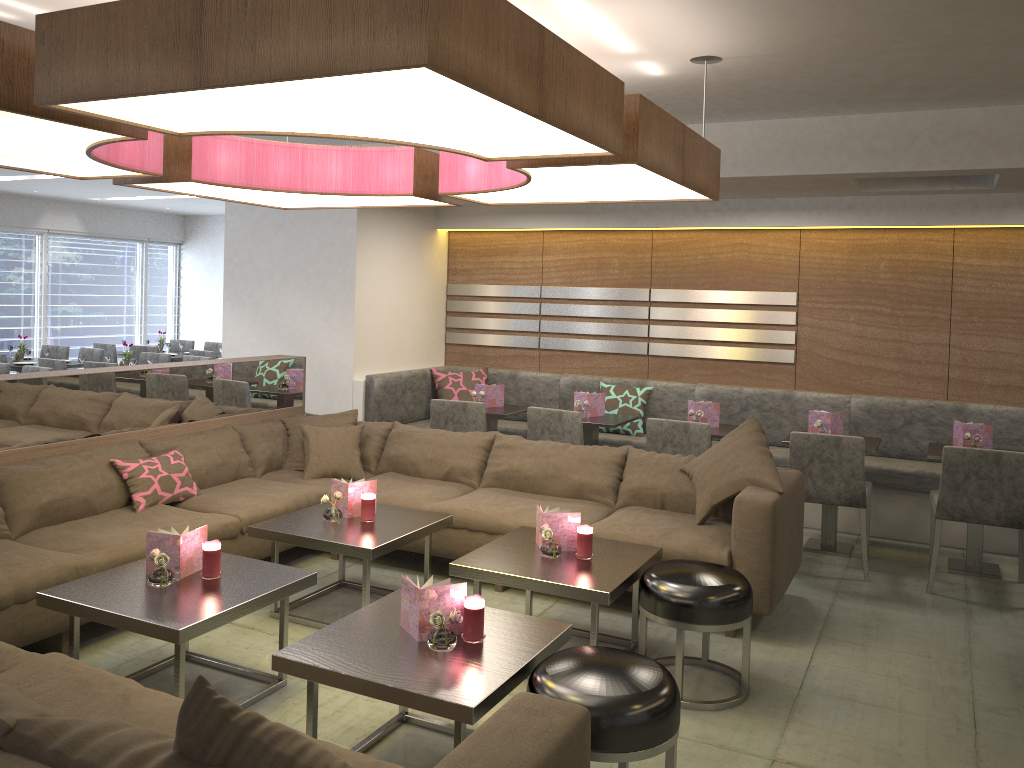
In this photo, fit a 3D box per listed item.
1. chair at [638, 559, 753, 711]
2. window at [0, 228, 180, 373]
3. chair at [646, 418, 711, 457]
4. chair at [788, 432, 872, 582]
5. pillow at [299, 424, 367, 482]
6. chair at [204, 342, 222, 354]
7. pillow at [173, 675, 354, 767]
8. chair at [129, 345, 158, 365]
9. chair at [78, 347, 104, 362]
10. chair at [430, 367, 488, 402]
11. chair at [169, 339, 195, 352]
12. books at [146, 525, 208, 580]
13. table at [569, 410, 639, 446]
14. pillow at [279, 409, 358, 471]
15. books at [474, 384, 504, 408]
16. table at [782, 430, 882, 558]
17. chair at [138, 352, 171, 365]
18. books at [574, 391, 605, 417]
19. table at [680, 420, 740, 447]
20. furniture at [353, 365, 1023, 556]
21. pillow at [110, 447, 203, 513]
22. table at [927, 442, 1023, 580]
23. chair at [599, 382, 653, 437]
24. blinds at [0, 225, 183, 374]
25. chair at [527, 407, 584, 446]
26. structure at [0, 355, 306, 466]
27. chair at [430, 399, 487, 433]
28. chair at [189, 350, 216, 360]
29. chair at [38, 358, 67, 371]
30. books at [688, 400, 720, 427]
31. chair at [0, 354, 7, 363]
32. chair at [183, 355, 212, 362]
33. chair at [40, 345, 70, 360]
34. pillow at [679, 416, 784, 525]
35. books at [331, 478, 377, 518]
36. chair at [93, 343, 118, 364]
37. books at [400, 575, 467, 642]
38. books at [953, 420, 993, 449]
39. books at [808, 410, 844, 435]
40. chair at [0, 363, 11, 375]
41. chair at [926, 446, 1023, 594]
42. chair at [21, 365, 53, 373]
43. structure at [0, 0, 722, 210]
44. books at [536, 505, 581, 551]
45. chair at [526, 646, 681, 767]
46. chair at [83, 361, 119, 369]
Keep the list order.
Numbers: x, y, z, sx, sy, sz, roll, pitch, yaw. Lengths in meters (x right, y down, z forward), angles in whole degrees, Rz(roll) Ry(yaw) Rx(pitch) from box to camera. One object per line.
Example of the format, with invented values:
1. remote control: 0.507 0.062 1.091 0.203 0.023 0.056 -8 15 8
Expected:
1. chair: 0.689 0.916 3.345 0.422 0.450 0.424 2 3 7
2. window: -5.885 -0.978 11.684 0.159 2.066 3.668 2 4 26
3. chair: 1.054 0.574 5.303 0.478 0.760 0.493 3 3 29
4. chair: 1.760 0.630 4.948 0.477 0.760 0.493 3 3 22
5. pillow: -1.021 0.401 5.066 0.380 0.322 0.236 0 3 -19
6. chair: -3.806 -0.123 10.812 0.478 0.760 0.493 3 3 31
7. pillow: -0.440 0.688 1.607 0.532 0.403 0.280 3 3 15
8. chair: -4.106 -0.073 10.226 0.477 0.760 0.493 3 3 21
9. chair: -4.592 0.015 9.214 0.478 0.760 0.493 3 3 31
10. chair: -0.382 0.089 6.944 0.491 0.426 0.296 0 3 -21
11. chair: -4.292 -0.162 11.059 0.477 0.760 0.493 3 3 21
12. books: -1.189 0.611 3.206 0.258 0.164 0.143 1 3 -10
13. table: 0.520 0.548 5.931 0.506 0.653 0.507 3 3 26
14. pillow: -1.131 0.351 5.245 0.526 0.393 0.293 1 3 -5
15. books: -0.163 0.082 6.363 0.157 0.164 0.143 -2 5 -44
16. table: 1.894 0.656 5.255 0.506 0.653 0.507 3 3 26
17. chair: -3.716 0.083 8.793 0.477 0.760 0.493 3 3 21
18. books: 0.528 0.137 6.023 0.157 0.164 0.143 -2 5 -44
19. table: 1.207 0.602 5.593 0.506 0.653 0.507 3 3 26
20. furniture: 1.008 0.622 4.346 5.656 0.851 4.268 4 6 26
21. pillow: -1.723 0.464 4.314 0.180 0.251 0.465 3 5 22
22. table: 2.582 0.710 4.917 0.506 0.653 0.507 3 3 26
23. chair: 0.812 0.197 6.533 0.427 0.394 0.219 4 3 27
24. blinds: -5.785 -0.998 11.645 0.045 2.037 3.660 2 4 26
25. chair: 0.370 0.519 5.646 0.478 0.760 0.493 3 3 33
26. structure: -2.311 0.460 4.230 0.224 1.004 3.783 2 5 26
27. chair: -0.293 0.469 5.958 0.477 0.760 0.493 3 3 18
28. chair: -3.242 0.002 9.737 0.478 0.760 0.493 3 3 31
29. chair: -4.028 0.140 8.140 0.478 0.760 0.493 3 3 31
30. books: 1.230 0.192 5.678 0.157 0.164 0.143 1 3 -9
31. chair: -4.891 0.065 8.628 0.477 0.760 0.493 3 3 21
32. chair: -3.231 0.122 8.545 0.478 0.760 0.493 3 3 31
33. chair: -5.078 -0.024 9.462 0.477 0.760 0.493 3 3 21
34. pillow: 1.044 0.408 4.175 0.622 0.511 0.299 5 4 40
35. books: -0.743 0.529 4.154 0.157 0.164 0.143 -2 5 -44
36. chair: -4.604 -0.105 10.406 0.478 0.760 0.493 3 3 31
37. books: -0.244 0.686 2.742 0.157 0.164 0.143 0 4 -29
38. books: 2.606 0.300 5.002 0.157 0.164 0.143 2 3 6
39. books: 1.898 0.244 5.350 0.157 0.164 0.143 -2 5 -44
40. chair: -4.471 0.216 7.258 0.477 0.760 0.493 3 3 21
41. chair: 2.433 0.685 4.597 0.477 0.760 0.493 3 3 25
42. chair: -3.985 0.255 7.010 0.478 0.760 0.493 3 3 31
43. structure: -0.710 -1.103 3.316 2.450 0.617 2.448 4 6 26
44. books: 0.191 0.603 3.693 0.157 0.164 0.143 1 3 -9
45. chair: 0.247 0.993 2.447 0.423 0.450 0.423 3 4 22
46. chair: -3.530 0.172 7.959 0.477 0.760 0.493 3 3 21
